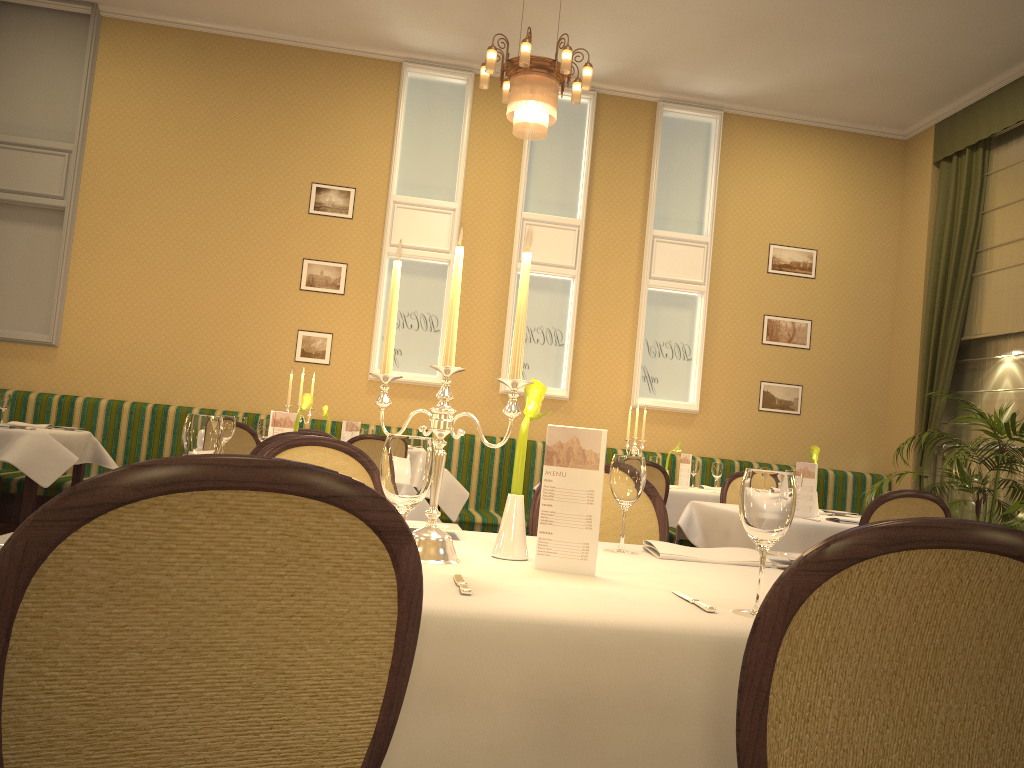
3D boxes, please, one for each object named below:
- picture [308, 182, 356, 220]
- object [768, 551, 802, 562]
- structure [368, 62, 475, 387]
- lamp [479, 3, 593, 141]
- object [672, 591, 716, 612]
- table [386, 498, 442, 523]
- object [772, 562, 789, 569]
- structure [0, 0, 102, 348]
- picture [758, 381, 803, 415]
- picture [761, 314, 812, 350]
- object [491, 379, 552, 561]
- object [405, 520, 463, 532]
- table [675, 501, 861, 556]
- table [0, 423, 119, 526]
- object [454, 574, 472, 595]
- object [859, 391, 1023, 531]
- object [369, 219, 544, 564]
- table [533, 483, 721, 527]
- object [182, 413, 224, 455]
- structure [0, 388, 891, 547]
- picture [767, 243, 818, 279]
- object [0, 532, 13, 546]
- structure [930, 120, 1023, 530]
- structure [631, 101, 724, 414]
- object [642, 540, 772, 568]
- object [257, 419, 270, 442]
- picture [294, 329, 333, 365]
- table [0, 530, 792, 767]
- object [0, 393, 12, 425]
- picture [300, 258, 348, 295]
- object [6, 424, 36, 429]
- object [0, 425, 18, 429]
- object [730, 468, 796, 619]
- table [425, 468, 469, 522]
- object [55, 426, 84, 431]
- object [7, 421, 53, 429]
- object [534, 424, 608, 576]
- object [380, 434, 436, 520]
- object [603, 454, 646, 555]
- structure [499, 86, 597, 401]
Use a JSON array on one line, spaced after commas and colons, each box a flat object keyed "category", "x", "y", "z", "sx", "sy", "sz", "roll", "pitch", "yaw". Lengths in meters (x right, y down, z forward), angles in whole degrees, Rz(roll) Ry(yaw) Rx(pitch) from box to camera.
[{"category": "picture", "x": -1.645, "y": -1.676, "z": 8.114, "sx": 0.401, "sy": 0.294, "sz": 0.008, "roll": 6, "pitch": -4, "yaw": -8}, {"category": "object", "x": 0.724, "y": 0.438, "z": 2.187, "sx": 0.160, "sy": 0.024, "sz": 0.160, "roll": 6, "pitch": -4, "yaw": -8}, {"category": "structure", "x": -0.832, "y": -1.484, "z": 8.241, "sx": 0.687, "sy": 2.985, "sz": 0.200, "roll": 6, "pitch": -4, "yaw": -8}, {"category": "lamp", "x": 0.184, "y": -2.276, "z": 4.979, "sx": 0.593, "sy": 1.796, "sz": 0.593, "roll": 6, "pitch": -4, "yaw": -10}, {"category": "object", "x": 0.296, "y": 0.356, "z": 1.468, "sx": 0.017, "sy": 0.010, "sz": 0.185, "roll": 6, "pitch": -4, "yaw": -8}, {"category": "table", "x": -1.056, "y": 0.788, "z": 4.211, "sx": 1.395, "sy": 0.759, "sz": 1.389, "roll": 6, "pitch": -4, "yaw": -6}, {"category": "object", "x": 0.629, "y": 0.429, "z": 2.127, "sx": 0.038, "sy": 0.015, "sz": 0.181, "roll": 6, "pitch": -4, "yaw": -7}, {"category": "structure", "x": -4.266, "y": -1.907, "z": 7.761, "sx": 0.956, "sy": 3.103, "sz": 0.200, "roll": 6, "pitch": -4, "yaw": -8}, {"category": "picture", "x": 2.618, "y": 0.137, "z": 8.644, "sx": 0.437, "sy": 0.294, "sz": 0.008, "roll": 6, "pitch": -4, "yaw": -8}, {"category": "picture", "x": 2.695, "y": -0.508, "z": 8.689, "sx": 0.504, "sy": 0.294, "sz": 0.008, "roll": 6, "pitch": -4, "yaw": -8}, {"category": "object", "x": 0.024, "y": 0.171, "z": 1.850, "sx": 0.076, "sy": 0.375, "sz": 0.163, "roll": 5, "pitch": -4, "yaw": 14}, {"category": "object", "x": -0.202, "y": 0.341, "z": 2.075, "sx": 0.160, "sy": 0.024, "sz": 0.160, "roll": 6, "pitch": -4, "yaw": -8}, {"category": "table", "x": 1.601, "y": 1.070, "z": 4.585, "sx": 1.395, "sy": 0.759, "sz": 1.389, "roll": 6, "pitch": -4, "yaw": -6}, {"category": "table", "x": -4.067, "y": 0.629, "z": 6.225, "sx": 2.152, "sy": 0.759, "sz": 1.385, "roll": 6, "pitch": -4, "yaw": -8}, {"category": "object", "x": -0.081, "y": 0.316, "z": 1.415, "sx": 0.017, "sy": 0.010, "sz": 0.185, "roll": 6, "pitch": -4, "yaw": -8}, {"category": "object", "x": 3.396, "y": 0.833, "z": 6.219, "sx": 1.552, "sy": 1.807, "sz": 1.496, "roll": 7, "pitch": -4, "yaw": -27}, {"category": "object", "x": -0.127, "y": 0.009, "z": 1.693, "sx": 0.390, "sy": 0.655, "sz": 0.131, "roll": 4, "pitch": -4, "yaw": 26}, {"category": "table", "x": 1.255, "y": 1.193, "z": 6.975, "sx": 2.152, "sy": 0.759, "sz": 1.385, "roll": 6, "pitch": -4, "yaw": -8}, {"category": "object", "x": -0.697, "y": 0.183, "z": 1.978, "sx": 0.088, "sy": 0.229, "sz": 0.088, "roll": 2, "pitch": -5, "yaw": 40}, {"category": "structure", "x": -3.492, "y": 0.626, "z": 7.323, "sx": 14.516, "sy": 1.031, "sz": 0.850, "roll": 6, "pitch": -4, "yaw": -8}, {"category": "picture", "x": 2.762, "y": -1.208, "z": 8.735, "sx": 0.504, "sy": 0.294, "sz": 0.008, "roll": 6, "pitch": -4, "yaw": -8}, {"category": "object", "x": -0.683, "y": 0.245, "z": 1.321, "sx": 0.160, "sy": 0.024, "sz": 0.160, "roll": 6, "pitch": -4, "yaw": -8}, {"category": "structure", "x": 4.156, "y": -0.382, "z": 7.466, "sx": 0.123, "sy": 4.511, "sz": 1.942, "roll": 6, "pitch": -4, "yaw": -8}, {"category": "structure", "x": 1.596, "y": -1.227, "z": 8.583, "sx": 0.670, "sy": 2.985, "sz": 0.200, "roll": 6, "pitch": -4, "yaw": -8}, {"category": "object", "x": 0.463, "y": 0.406, "z": 2.120, "sx": 0.273, "sy": 0.033, "sz": 0.142, "roll": 6, "pitch": -4, "yaw": -8}, {"category": "object", "x": -1.271, "y": 0.296, "z": 4.547, "sx": 0.088, "sy": 0.229, "sz": 0.088, "roll": 3, "pitch": -5, "yaw": 34}, {"category": "picture", "x": -1.793, "y": -0.330, "z": 8.023, "sx": 0.313, "sy": 0.294, "sz": 0.008, "roll": 6, "pitch": -4, "yaw": -8}, {"category": "table", "x": 0.010, "y": 0.726, "z": 1.693, "sx": 2.152, "sy": 0.759, "sz": 1.385, "roll": 6, "pitch": -4, "yaw": -8}, {"category": "object", "x": -3.808, "y": 0.188, "z": 6.641, "sx": 0.088, "sy": 0.229, "sz": 0.088, "roll": 2, "pitch": -5, "yaw": 40}, {"category": "picture", "x": -1.712, "y": -0.976, "z": 8.068, "sx": 0.401, "sy": 0.294, "sz": 0.008, "roll": 6, "pitch": -4, "yaw": -8}, {"category": "object", "x": -3.425, "y": 0.298, "z": 6.174, "sx": 0.160, "sy": 0.024, "sz": 0.160, "roll": 6, "pitch": -4, "yaw": -8}, {"category": "object", "x": -3.502, "y": 0.279, "z": 5.973, "sx": 0.273, "sy": 0.024, "sz": 0.142, "roll": 6, "pitch": -4, "yaw": -8}, {"category": "object", "x": 0.400, "y": 0.252, "z": 1.408, "sx": 0.088, "sy": 0.229, "sz": 0.088, "roll": 2, "pitch": -5, "yaw": 40}, {"category": "table", "x": -1.404, "y": 0.911, "z": 6.600, "sx": 2.152, "sy": 0.759, "sz": 1.385, "roll": 6, "pitch": -4, "yaw": -8}, {"category": "object", "x": -3.353, "y": 0.341, "z": 6.719, "sx": 0.160, "sy": 0.024, "sz": 0.160, "roll": 6, "pitch": -4, "yaw": -8}, {"category": "object", "x": -3.614, "y": 0.309, "z": 6.652, "sx": 0.273, "sy": 0.033, "sz": 0.142, "roll": 6, "pitch": -4, "yaw": -8}, {"category": "object", "x": 0.087, "y": 0.219, "z": 1.712, "sx": 0.081, "sy": 0.277, "sz": 0.166, "roll": 8, "pitch": -5, "yaw": -36}, {"category": "object", "x": -0.173, "y": 0.197, "z": 1.416, "sx": 0.088, "sy": 0.229, "sz": 0.088, "roll": 3, "pitch": -5, "yaw": 34}, {"category": "object", "x": 0.269, "y": 0.285, "z": 2.109, "sx": 0.088, "sy": 0.229, "sz": 0.088, "roll": 2, "pitch": -5, "yaw": 40}, {"category": "structure", "x": 0.346, "y": -1.359, "z": 8.407, "sx": 0.661, "sy": 2.985, "sz": 0.200, "roll": 6, "pitch": -4, "yaw": -8}]
